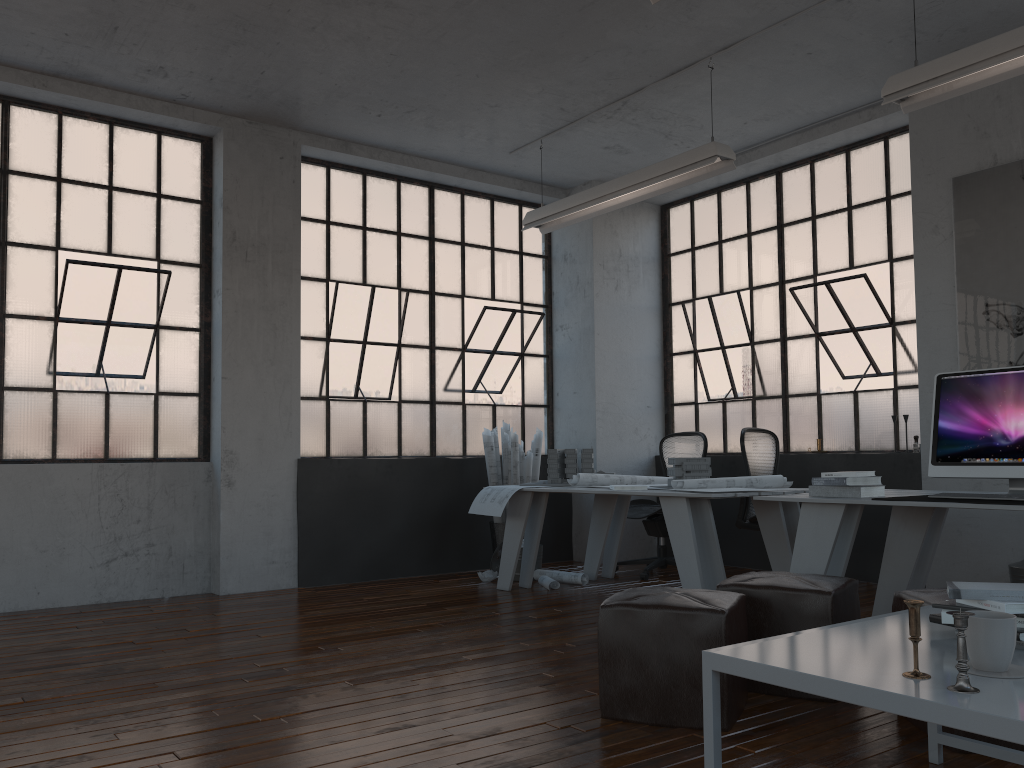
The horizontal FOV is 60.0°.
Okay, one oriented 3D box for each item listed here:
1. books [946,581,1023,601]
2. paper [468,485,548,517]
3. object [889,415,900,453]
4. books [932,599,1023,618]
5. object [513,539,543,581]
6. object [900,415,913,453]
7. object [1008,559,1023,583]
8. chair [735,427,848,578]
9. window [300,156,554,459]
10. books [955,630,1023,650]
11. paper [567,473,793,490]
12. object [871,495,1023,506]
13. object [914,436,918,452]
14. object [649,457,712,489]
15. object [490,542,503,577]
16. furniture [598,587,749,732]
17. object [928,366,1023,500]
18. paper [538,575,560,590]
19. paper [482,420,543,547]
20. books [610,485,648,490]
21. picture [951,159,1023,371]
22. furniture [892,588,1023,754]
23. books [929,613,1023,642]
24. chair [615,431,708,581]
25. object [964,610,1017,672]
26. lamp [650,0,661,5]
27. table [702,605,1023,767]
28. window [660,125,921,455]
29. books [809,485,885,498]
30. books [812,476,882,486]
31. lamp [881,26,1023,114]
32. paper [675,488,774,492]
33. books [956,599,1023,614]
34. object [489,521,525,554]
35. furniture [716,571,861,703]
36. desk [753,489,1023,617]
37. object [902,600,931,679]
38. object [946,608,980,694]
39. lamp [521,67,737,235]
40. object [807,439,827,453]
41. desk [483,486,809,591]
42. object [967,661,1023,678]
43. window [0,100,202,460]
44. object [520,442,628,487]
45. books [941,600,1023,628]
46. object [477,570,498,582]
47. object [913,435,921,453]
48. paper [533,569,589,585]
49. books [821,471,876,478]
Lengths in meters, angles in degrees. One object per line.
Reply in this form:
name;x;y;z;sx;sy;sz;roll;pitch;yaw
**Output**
books;1.147;0.493;2.107;0.202;0.026;0.141;-3;-5;24
paper;-0.026;0.781;5.954;0.434;0.182;0.440;3;-6;-37
object;2.644;0.347;6.120;0.085;0.259;0.085;-2;-4;17
books;1.183;0.531;2.106;0.200;0.014;0.275;3;-6;-36
object;0.085;1.288;6.538;0.290;0.293;0.291;-1;-4;5
object;2.686;0.339;6.036;0.085;0.259;0.085;-2;-4;17
object;2.967;1.120;4.998;0.292;0.307;0.293;0;-4;-8
chair;1.863;0.824;5.898;0.792;1.084;0.771;-2;-4;23
window;-0.655;-0.522;7.275;2.592;2.387;0.670;2;-4;-36
books;1.190;0.593;2.079;0.171;0.028;0.218;3;-6;-36
paper;1.047;0.614;5.636;0.976;0.105;1.076;3;-6;-36
object;2.054;0.479;3.668;0.687;0.008;0.849;3;-6;-35
object;2.736;0.408;6.008;0.032;0.117;0.058;-2;-4;15
object;1.089;0.546;5.468;0.389;0.182;0.417;0;-5;-6
object;-0.092;1.309;6.627;0.107;0.280;0.293;-2;-4;27
furniture;0.579;0.953;3.139;0.471;0.430;0.472;-2;-4;22
object;2.054;0.196;3.684;0.377;0.552;0.715;2;-5;-34
paper;0.254;1.376;6.132;0.083;0.068;0.342;0;-5;-11
paper;0.026;0.868;6.987;0.412;1.196;0.441;-3;-4;32
books;0.704;0.625;5.360;0.200;0.024;0.236;-1;-5;0
picture;3.034;-0.510;5.207;0.025;1.647;0.854;2;-4;-36
furniture;1.550;0.904;2.853;0.503;0.460;0.504;-1;-4;2
books;1.181;0.573;2.114;0.210;0.025;0.274;1;-5;-16
chair;1.165;0.902;6.739;0.793;1.084;0.771;3;-5;-42
object;0.972;0.529;1.829;0.101;0.109;0.129;1;-5;-28
lamp;0.982;-1.784;2.486;0.202;0.627;1.880;2;-5;-36
table;1.120;0.812;1.897;0.973;0.444;0.993;3;-6;-36
window;2.138;-0.577;6.995;0.670;2.387;2.594;2;-5;-36
books;1.565;0.501;4.143;0.200;0.050;0.272;3;-6;-36
books;1.554;0.452;4.121;0.193;0.044;0.258;1;-5;-16
lamp;2.398;-1.503;3.575;0.202;0.205;1.880;2;-6;-36
paper;1.162;0.579;4.854;0.485;0.001;0.429;2;-5;-25
books;1.159;0.514;2.087;0.125;0.026;0.185;0;-5;-6
object;-0.001;1.274;6.925;0.354;0.397;0.355;2;-5;-30
furniture;1.088;0.972;3.482;0.480;0.438;0.481;-3;-5;32
desk;2.206;0.830;3.720;1.075;0.703;2.080;3;-6;-36
object;0.806;0.509;1.772;0.052;0.148;0.053;-1;-3;4
object;0.845;0.498;1.665;0.055;0.153;0.055;-3;-4;30
lamp;0.692;-1.512;5.916;0.202;0.627;1.880;2;-5;-36
object;2.282;0.459;6.593;0.124;0.100;0.124;0;-4;-14
desk;0.837;1.000;5.591;1.065;0.696;2.059;3;-6;-36
object;0.983;0.581;1.807;0.137;0.003;0.138;1;-5;-15
window;-3.142;-0.647;5.461;2.458;2.255;0.670;2;-4;-36
object;0.447;0.562;6.242;0.736;0.305;0.434;-1;-4;9
books;1.181;0.550;2.114;0.272;0.031;0.200;-3;-5;29
object;-0.175;1.392;6.425;0.135;0.083;0.108;-5;-6;44
object;2.714;0.402;5.941;0.032;0.117;0.058;1;-4;-22
paper;0.353;1.382;6.319;0.467;0.093;0.114;-4;-6;39
books;1.567;0.421;4.130;0.153;0.030;0.185;3;-6;-35
